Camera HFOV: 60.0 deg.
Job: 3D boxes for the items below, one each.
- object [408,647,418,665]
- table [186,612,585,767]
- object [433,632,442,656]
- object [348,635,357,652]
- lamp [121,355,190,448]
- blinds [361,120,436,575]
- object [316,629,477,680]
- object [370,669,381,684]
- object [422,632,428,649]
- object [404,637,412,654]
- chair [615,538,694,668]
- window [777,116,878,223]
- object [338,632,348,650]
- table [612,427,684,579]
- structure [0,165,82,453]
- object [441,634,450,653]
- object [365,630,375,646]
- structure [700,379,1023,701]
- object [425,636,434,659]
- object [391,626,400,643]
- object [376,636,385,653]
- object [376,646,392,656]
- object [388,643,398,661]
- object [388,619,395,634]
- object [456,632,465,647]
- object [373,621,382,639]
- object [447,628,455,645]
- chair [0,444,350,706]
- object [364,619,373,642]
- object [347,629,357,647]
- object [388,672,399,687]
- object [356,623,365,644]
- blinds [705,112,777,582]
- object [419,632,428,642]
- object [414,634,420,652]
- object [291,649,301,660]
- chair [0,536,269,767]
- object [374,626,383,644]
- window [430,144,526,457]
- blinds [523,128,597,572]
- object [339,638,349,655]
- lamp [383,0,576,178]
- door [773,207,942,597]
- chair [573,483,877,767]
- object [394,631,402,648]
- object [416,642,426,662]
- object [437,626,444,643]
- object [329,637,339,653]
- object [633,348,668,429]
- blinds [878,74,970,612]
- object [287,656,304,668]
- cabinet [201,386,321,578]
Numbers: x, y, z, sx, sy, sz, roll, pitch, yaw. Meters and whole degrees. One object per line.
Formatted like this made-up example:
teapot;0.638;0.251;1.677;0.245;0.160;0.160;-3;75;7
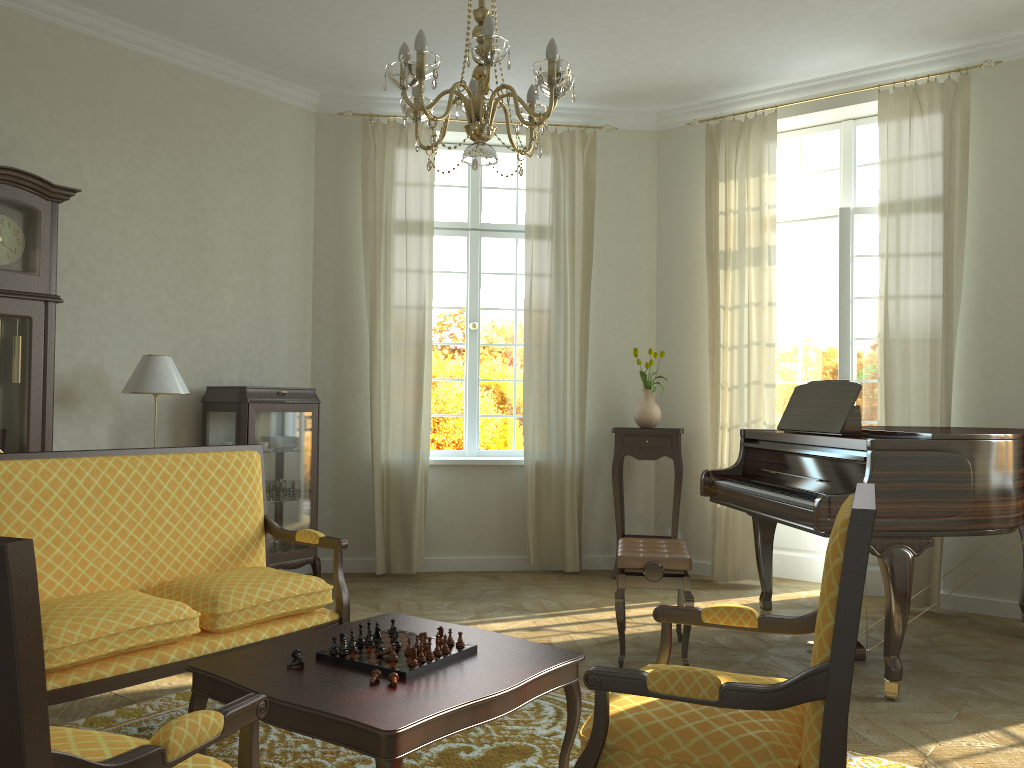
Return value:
object;-0.295;0.807;2.641;0.030;0.052;0.030;1;-1;-5
table;-0.380;1.102;2.758;0.922;0.494;0.932;0;-2;39
object;-0.230;0.802;2.742;0.030;0.069;0.030;1;-1;-5
object;-0.497;0.809;2.770;0.030;0.050;0.030;1;-1;-5
lamp;-2.107;0.606;5.220;0.381;1.552;0.380;0;-2;43
blinds;-0.868;-0.285;6.601;0.554;3.385;0.162;1;-1;-2
object;-0.360;0.846;2.799;0.360;0.021;0.360;0;-2;33
object;-0.391;0.834;2.529;0.030;0.030;0.052;1;-1;4
object;-0.276;0.813;2.816;0.030;0.050;0.030;1;-1;-5
object;-0.319;0.811;2.754;0.030;0.050;0.030;1;-1;-5
chair;0.732;1.123;4.619;0.385;0.563;0.638;1;-1;8
window;2.462;-1.584;6.491;1.380;0.680;0.055;0;-2;38
object;-0.531;0.808;2.791;0.030;0.052;0.030;1;-1;-5
table;1.025;0.893;6.703;0.522;1.114;0.344;0;-1;13
structure;-2.737;0.132;4.602;0.521;2.458;0.715;0;-2;38
object;-0.209;0.810;2.776;0.030;0.055;0.030;1;-1;-5
object;-0.454;0.811;2.837;0.030;0.050;0.030;1;-1;-5
structure;2.145;0.703;4.704;1.856;1.439;1.514;1;-1;-7
object;-0.252;0.803;2.708;0.030;0.064;0.030;1;-1;-5
object;-0.380;0.813;2.883;0.030;0.050;0.030;1;-1;-5
object;-0.409;0.810;2.761;0.030;0.050;0.030;1;-1;-5
object;-0.390;0.818;2.717;0.052;0.030;0.030;1;-1;-6
object;-0.359;0.809;2.681;0.030;0.050;0.030;1;-1;-5
object;-0.402;0.818;2.993;0.030;0.044;0.030;1;-1;-5
object;-0.166;0.817;2.843;0.030;0.044;0.030;1;-1;-5
object;-0.445;0.810;2.926;0.030;0.055;0.030;1;-1;-5
object;-0.200;0.815;2.864;0.030;0.050;0.030;1;-1;-5
chair;-1.339;0.806;3.425;0.680;1.083;1.389;0;-2;37
object;-0.466;0.802;2.893;0.030;0.069;0.030;1;-1;-5
object;-0.509;0.807;2.825;0.030;0.055;0.030;1;-1;-5
object;-0.333;0.835;2.505;0.030;0.030;0.047;1;-1;-15
object;-0.488;0.804;2.859;0.030;0.064;0.030;1;-1;-5
blinds;1.668;-0.252;6.477;0.552;3.386;0.159;0;-2;35
object;-0.290;0.823;2.868;0.030;0.030;0.052;1;-1;-1
object;-0.298;0.812;2.785;0.030;0.050;0.030;1;-1;-5
object;-0.657;0.836;2.736;0.030;0.030;0.052;2;-2;-42
chair;-0.920;0.772;1.659;0.730;1.083;0.671;0;-1;19
object;-0.432;0.811;2.870;0.030;0.052;0.030;2;-2;-35
window;-0.311;-0.678;7.175;1.400;2.550;0.181;1;-1;-7
blinds;0.358;-0.264;6.812;0.552;3.381;0.159;1;-1;-5
object;-0.519;0.808;2.736;0.030;0.050;0.030;1;-1;-5
lamp;-0.105;-1.507;3.146;0.661;1.466;0.662;1;-1;7
door;2.329;0.116;6.306;1.385;2.690;0.425;0;-2;38
chair;0.543;0.802;2.210;0.671;1.083;0.730;0;-1;22
object;-0.367;0.812;2.827;0.030;0.050;0.030;1;-1;-5
object;-0.273;0.807;2.674;0.030;0.055;0.030;1;-1;-5
object;-0.234;0.813;2.886;0.030;0.052;0.030;1;-1;-5
object;-0.553;0.811;2.757;0.030;0.044;0.030;1;-1;-5
object;1.032;0.032;6.721;0.264;0.609;0.242;1;-1;-28
blinds;2.624;-0.262;5.680;0.554;3.386;0.162;0;-2;32
object;-0.649;0.835;2.659;0.052;0.030;0.030;1;-1;-25
cabinet;-1.689;0.714;5.966;0.542;1.386;0.733;0;-2;37
